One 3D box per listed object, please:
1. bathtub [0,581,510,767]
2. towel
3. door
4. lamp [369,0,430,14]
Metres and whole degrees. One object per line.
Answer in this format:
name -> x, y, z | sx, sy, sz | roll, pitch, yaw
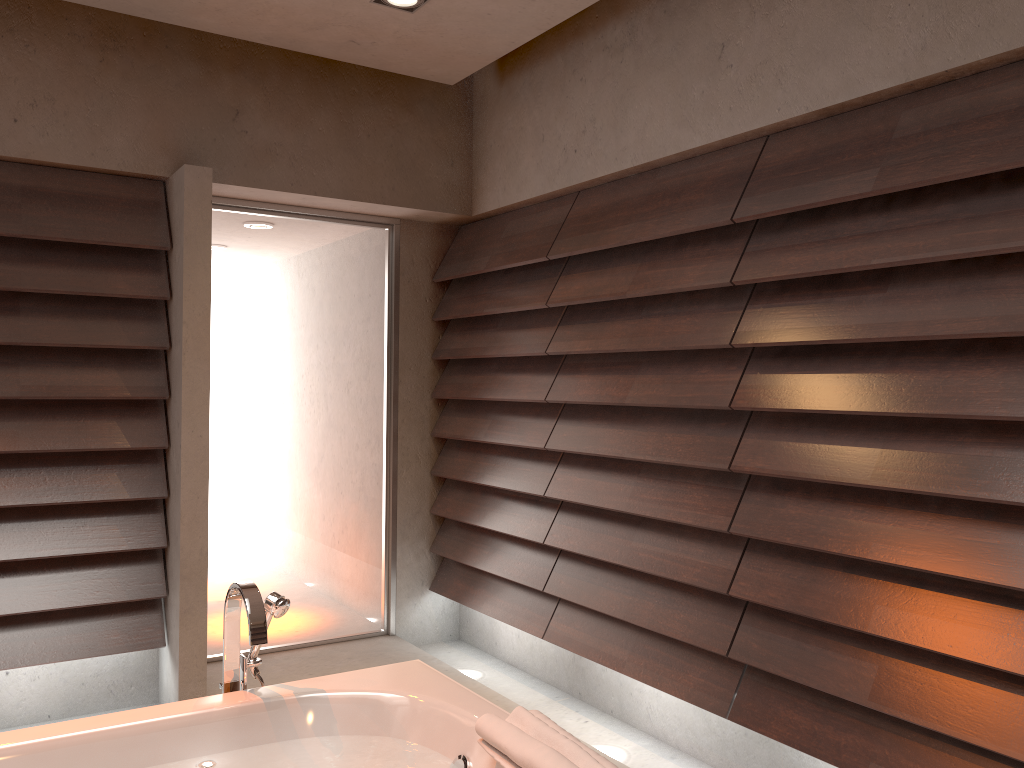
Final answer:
bathtub -> -0.865, 0.818, 1.396 | 2.000, 0.761, 0.994 | 1, 0, -33
towel -> 0.077, 0.673, 1.608 | 0.159, 0.068, 0.396 | 1, 0, -27
door -> -0.995, 0.200, 4.026 | 1.007, 2.000, 0.090 | 1, 0, -33
lamp -> -0.369, -1.315, 2.981 | 0.165, 0.051, 0.170 | 1, 0, -33
